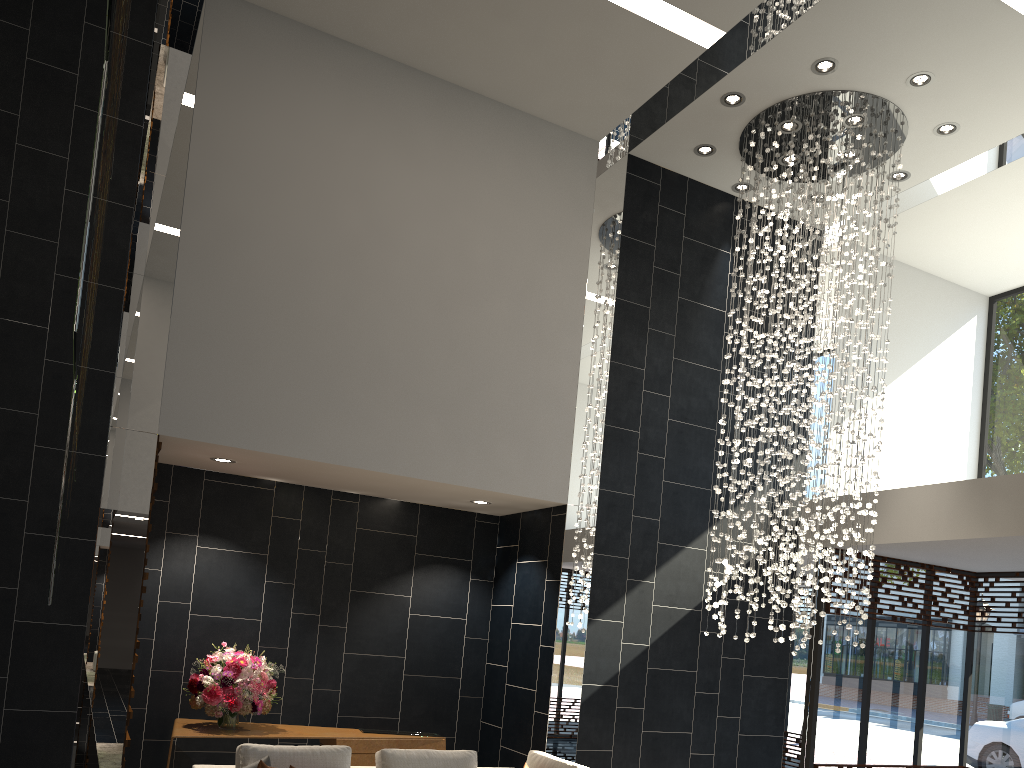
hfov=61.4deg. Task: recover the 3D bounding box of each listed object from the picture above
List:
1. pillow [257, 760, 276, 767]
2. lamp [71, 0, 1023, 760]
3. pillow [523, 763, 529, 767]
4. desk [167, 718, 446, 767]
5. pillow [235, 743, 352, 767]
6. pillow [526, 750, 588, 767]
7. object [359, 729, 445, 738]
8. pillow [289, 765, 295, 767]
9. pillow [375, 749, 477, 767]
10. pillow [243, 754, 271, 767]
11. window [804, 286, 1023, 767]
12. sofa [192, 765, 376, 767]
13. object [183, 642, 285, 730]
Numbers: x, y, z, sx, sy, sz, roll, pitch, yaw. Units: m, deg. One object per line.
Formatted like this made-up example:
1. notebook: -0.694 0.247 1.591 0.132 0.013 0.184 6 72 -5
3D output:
1. pillow: -1.335 2.412 5.079 0.242 0.417 0.569 2 -11 29
2. lamp: 1.542 -44.616 4.182 399.154 110.650 414.261 5 -15 -1
3. pillow: 0.132 2.749 5.708 0.273 0.400 0.528 9 -12 -30
4. desk: -1.664 3.188 7.006 2.277 0.728 1.009 13 -13 -26
5. pillow: -1.354 2.470 5.359 0.730 0.440 0.250 11 -8 -26
6. pillow: 0.276 2.763 5.859 0.221 0.443 0.727 8 -12 -24
7. object: -0.938 2.975 7.343 0.716 0.025 0.248 10 -16 -16
8. pillow: -1.133 2.480 5.168 0.268 0.400 0.537 1 -12 34
9. pillow: -0.555 2.665 5.761 0.729 0.425 0.294 11 -9 -25
10. pillow: -1.517 2.364 4.960 0.254 0.401 0.575 3 -12 22
11. window: 5.515 1.046 6.366 2.388 5.835 6.256 7 -10 -25
12. sofa: -0.711 2.824 5.351 2.893 0.663 1.318 13 -15 -26
13. object: -2.167 2.346 6.704 0.674 0.657 0.699 12 -12 -34
